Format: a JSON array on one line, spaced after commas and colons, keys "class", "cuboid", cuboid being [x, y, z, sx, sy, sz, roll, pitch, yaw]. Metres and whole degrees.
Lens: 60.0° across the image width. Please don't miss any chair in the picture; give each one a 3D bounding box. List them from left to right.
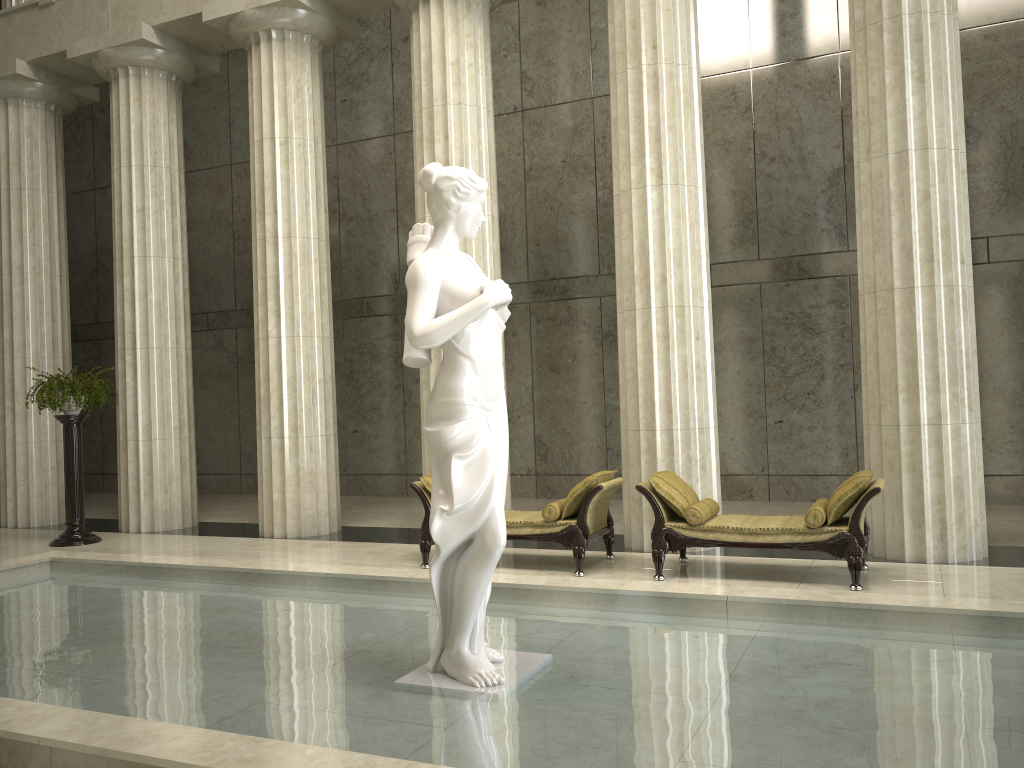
[{"class": "chair", "cuboid": [0.050, 1.396, 9.244, 2.172, 0.950, 0.993, -3, -1, 24]}, {"class": "chair", "cuboid": [2.295, 1.295, 8.226, 2.172, 0.950, 0.993, -3, -1, 24]}]

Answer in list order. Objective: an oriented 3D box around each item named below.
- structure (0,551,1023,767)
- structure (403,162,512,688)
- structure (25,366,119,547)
[{"class": "structure", "cuboid": [-0.223, 1.742, 5.088, 11.573, 0.508, 3.754, -3, -1, 24]}, {"class": "structure", "cuboid": [-0.264, 0.288, 5.079, 0.729, 3.044, 0.940, -2, -1, 19]}, {"class": "structure", "cuboid": [-5.908, 0.945, 11.940, 1.159, 2.386, 1.053, -3, -1, 29]}]
